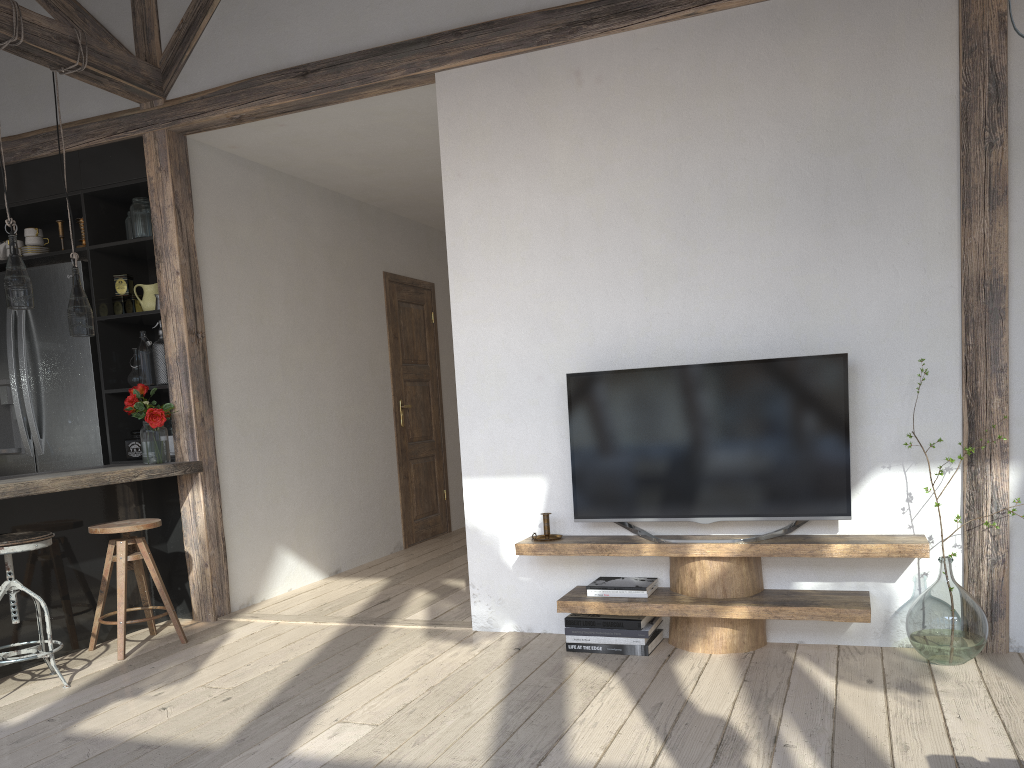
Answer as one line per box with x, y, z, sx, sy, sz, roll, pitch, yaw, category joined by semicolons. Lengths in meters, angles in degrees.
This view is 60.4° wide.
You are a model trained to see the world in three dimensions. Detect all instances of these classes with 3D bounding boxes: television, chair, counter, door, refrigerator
0.767;0.274;3.533;1.105;0.713;0.204;-3;5;21;television
-2.030;0.935;3.593;0.351;0.642;0.353;-6;5;-35;chair
-3.306;0.901;3.255;2.245;0.859;3.785;-4;-1;21;counter
-0.729;0.212;6.927;0.082;2.090;0.832;-1;5;21;door
-2.540;0.339;5.262;0.944;1.940;0.842;-2;5;21;refrigerator
-1.798;0.952;4.161;0.341;0.601;0.338;0;5;41;chair

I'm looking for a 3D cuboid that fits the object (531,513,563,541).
0.150;0.617;3.813;0.139;0.113;0.138;-3;2;4;object

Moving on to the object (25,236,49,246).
-2.645;-0.779;4.889;0.094;0.068;0.105;-3;1;32;object

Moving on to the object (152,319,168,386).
-1.846;-0.166;4.667;0.108;0.353;0.108;-8;7;-39;object

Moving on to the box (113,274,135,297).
-2.100;-0.532;4.765;0.083;0.114;0.082;-3;3;1;box

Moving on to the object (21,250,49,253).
-2.647;-0.723;4.892;0.148;0.026;0.148;-3;-1;-27;object

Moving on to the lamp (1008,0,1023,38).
1.219;-1.278;1.757;0.405;1.094;0.398;-6;6;-27;lamp

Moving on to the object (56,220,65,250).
-2.444;-0.799;4.778;0.059;0.169;0.058;-3;5;6;object

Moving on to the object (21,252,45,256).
-2.646;-0.711;4.894;0.148;0.023;0.149;-3;-2;-42;object

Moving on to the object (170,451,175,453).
-1.819;0.374;4.808;0.214;0.025;0.214;-3;-1;-16;object

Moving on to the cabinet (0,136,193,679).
-3.349;0.074;3.385;2.096;2.527;4.182;-2;1;21;cabinet

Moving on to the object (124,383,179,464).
-1.844;0.201;4.500;0.249;0.419;0.311;-6;4;-36;object

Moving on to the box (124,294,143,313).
-2.040;-0.423;4.765;0.083;0.114;0.082;-1;4;31;box

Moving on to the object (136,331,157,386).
-1.974;-0.133;4.738;0.086;0.305;0.085;-2;5;13;object

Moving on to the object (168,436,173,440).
-1.823;0.323;4.802;0.162;0.085;0.161;-3;0;35;object

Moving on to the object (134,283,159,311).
-1.927;-0.459;4.728;0.150;0.172;0.134;-3;3;7;object

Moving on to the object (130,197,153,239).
-1.917;-0.855;4.581;0.125;0.208;0.123;-2;4;26;object

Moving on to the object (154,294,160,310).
-1.839;-0.430;4.635;0.093;0.097;0.074;-3;3;22;object

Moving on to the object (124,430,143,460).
-2.032;0.332;4.840;0.134;0.166;0.133;-3;3;11;object

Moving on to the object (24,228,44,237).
-2.645;-0.824;4.878;0.106;0.068;0.093;-3;1;7;object

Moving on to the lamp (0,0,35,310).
-2.093;-0.949;3.681;0.239;1.250;0.107;0;7;33;lamp

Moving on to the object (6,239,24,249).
-2.788;-0.770;4.942;0.093;0.068;0.106;-5;1;-41;object

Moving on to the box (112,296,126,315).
-2.120;-0.417;4.800;0.083;0.114;0.082;-2;4;21;box

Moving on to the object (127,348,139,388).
-2.060;-0.084;4.864;0.132;0.222;0.131;-1;5;33;object

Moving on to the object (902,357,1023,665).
1.688;0.453;3.169;0.516;1.131;0.272;-3;5;8;object

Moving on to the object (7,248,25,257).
-2.784;-0.723;4.953;0.105;0.068;0.094;-4;1;-16;object

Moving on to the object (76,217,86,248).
-2.296;-0.811;4.721;0.096;0.174;0.095;-4;4;-5;object

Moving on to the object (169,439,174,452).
-1.822;0.341;4.804;0.162;0.085;0.161;-3;0;35;object

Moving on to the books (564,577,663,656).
0.430;0.971;3.703;0.360;0.267;0.288;-3;2;21;books

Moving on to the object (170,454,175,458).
-1.818;0.390;4.809;0.214;0.025;0.214;-3;-1;-21;object

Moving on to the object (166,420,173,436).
-1.887;0.305;4.973;0.125;0.208;0.123;-3;4;8;object

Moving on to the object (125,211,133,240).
-1.999;-0.830;4.711;0.125;0.174;0.125;-5;4;-29;object

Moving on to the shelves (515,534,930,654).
0.796;0.854;3.547;1.605;0.455;0.327;-4;3;21;shelves

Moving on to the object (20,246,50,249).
-2.648;-0.746;4.890;0.148;0.026;0.148;-3;-1;-27;object

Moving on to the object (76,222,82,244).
-2.345;-0.806;4.815;0.061;0.174;0.062;-8;7;-40;object

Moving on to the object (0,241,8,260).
-2.979;-0.762;5.066;0.185;0.176;0.207;-5;2;-28;object

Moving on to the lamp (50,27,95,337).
-1.971;-0.898;3.973;0.226;1.355;0.108;-1;6;23;lamp

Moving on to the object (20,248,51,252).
-2.648;-0.735;4.891;0.148;0.026;0.148;-3;-1;-27;object
